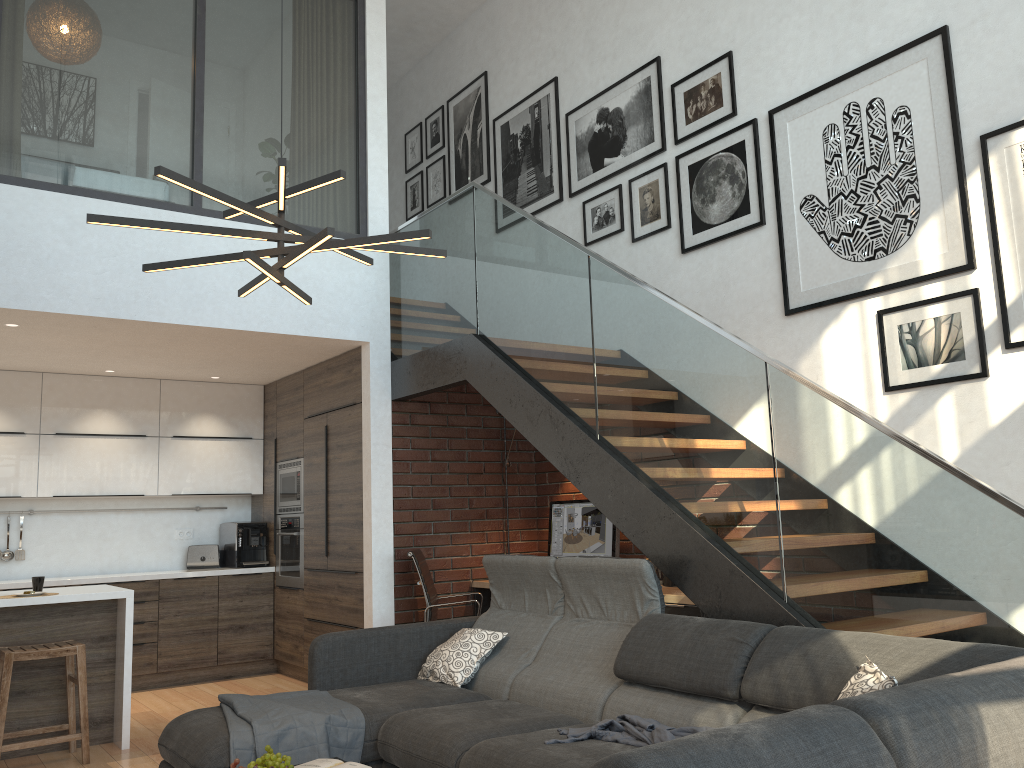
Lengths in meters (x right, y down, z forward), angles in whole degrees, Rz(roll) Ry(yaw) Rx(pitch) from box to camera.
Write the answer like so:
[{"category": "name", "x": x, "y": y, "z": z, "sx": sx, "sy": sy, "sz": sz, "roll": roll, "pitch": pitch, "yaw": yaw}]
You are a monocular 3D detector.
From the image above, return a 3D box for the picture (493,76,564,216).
[{"category": "picture", "x": 0.111, "y": -1.788, "z": 7.020, "sx": 0.025, "sy": 0.990, "sz": 0.871, "roll": 4, "pitch": -11, "yaw": -35}]

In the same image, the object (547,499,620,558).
[{"category": "object", "x": 0.393, "y": 1.041, "z": 5.903, "sx": 0.431, "sy": 0.535, "sz": 0.716, "roll": 4, "pitch": -10, "yaw": -35}]

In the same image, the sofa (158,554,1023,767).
[{"category": "sofa", "x": -0.071, "y": 1.149, "z": 3.025, "sx": 2.108, "sy": 0.995, "sz": 3.169, "roll": 4, "pitch": -10, "yaw": -34}]

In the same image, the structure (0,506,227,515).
[{"category": "structure", "x": -3.704, "y": 0.989, "z": 6.834, "sx": 3.000, "sy": 0.045, "sz": 0.050, "roll": 4, "pitch": -11, "yaw": -35}]

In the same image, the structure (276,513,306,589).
[{"category": "structure", "x": -1.596, "y": 1.335, "z": 7.161, "sx": 0.495, "sy": 0.570, "sz": 0.595, "roll": 4, "pitch": -11, "yaw": -35}]

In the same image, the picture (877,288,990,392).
[{"category": "picture", "x": 1.973, "y": -0.197, "z": 4.182, "sx": 0.025, "sy": 0.410, "sz": 0.504, "roll": 4, "pitch": -11, "yaw": -35}]

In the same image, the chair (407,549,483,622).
[{"category": "chair", "x": -0.341, "y": 1.568, "z": 5.745, "sx": 0.700, "sy": 0.991, "sz": 0.651, "roll": -2, "pitch": -9, "yaw": -1}]

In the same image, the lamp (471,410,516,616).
[{"category": "lamp", "x": 0.258, "y": 1.091, "z": 6.103, "sx": 1.054, "sy": 2.003, "sz": 0.462, "roll": -9, "pitch": -11, "yaw": 38}]

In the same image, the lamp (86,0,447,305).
[{"category": "lamp", "x": -0.847, "y": -2.140, "z": 3.281, "sx": 1.200, "sy": 3.645, "sz": 0.831, "roll": 2, "pitch": -10, "yaw": -25}]

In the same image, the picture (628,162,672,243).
[{"category": "picture", "x": 0.903, "y": -1.185, "z": 5.823, "sx": 0.022, "sy": 0.440, "sz": 0.358, "roll": 4, "pitch": -11, "yaw": -35}]

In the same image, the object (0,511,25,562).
[{"category": "object", "x": -3.849, "y": 1.156, "z": 6.692, "sx": 0.320, "sy": 0.389, "sz": 0.069, "roll": 4, "pitch": -10, "yaw": -34}]

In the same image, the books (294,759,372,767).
[{"category": "books", "x": -0.632, "y": 1.302, "z": 2.980, "sx": 0.294, "sy": 0.025, "sz": 0.199, "roll": -8, "pitch": -10, "yaw": 34}]

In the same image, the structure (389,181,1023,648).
[{"category": "structure", "x": 0.497, "y": 0.455, "z": 5.274, "sx": 1.289, "sy": 3.460, "sz": 5.660, "roll": 4, "pitch": -11, "yaw": -35}]

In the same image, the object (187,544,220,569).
[{"category": "object", "x": -2.580, "y": 1.445, "z": 7.422, "sx": 0.260, "sy": 0.195, "sz": 0.177, "roll": 0, "pitch": -9, "yaw": -15}]

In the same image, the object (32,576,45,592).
[{"category": "object", "x": -2.634, "y": 1.119, "z": 4.927, "sx": 0.066, "sy": 0.093, "sz": 0.066, "roll": -7, "pitch": -10, "yaw": 28}]

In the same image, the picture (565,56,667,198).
[{"category": "picture", "x": 0.699, "y": -1.760, "z": 6.170, "sx": 0.025, "sy": 0.654, "sz": 0.990, "roll": 4, "pitch": -11, "yaw": -35}]

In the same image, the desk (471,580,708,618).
[{"category": "desk", "x": 0.583, "y": 1.618, "z": 5.469, "sx": 0.610, "sy": 0.750, "sz": 2.182, "roll": 4, "pitch": -11, "yaw": -35}]

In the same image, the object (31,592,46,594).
[{"category": "object", "x": -2.572, "y": 1.129, "z": 4.769, "sx": 0.126, "sy": 0.012, "sz": 0.025, "roll": 1, "pitch": -9, "yaw": -16}]

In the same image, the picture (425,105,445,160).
[{"category": "picture", "x": -0.717, "y": -2.345, "z": 8.276, "sx": 0.025, "sy": 0.410, "sz": 0.333, "roll": 4, "pitch": -11, "yaw": -35}]

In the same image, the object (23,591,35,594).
[{"category": "object", "x": -2.840, "y": 1.110, "z": 4.657, "sx": 0.597, "sy": 0.039, "sz": 0.064, "roll": 5, "pitch": -11, "yaw": -38}]

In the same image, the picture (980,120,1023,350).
[{"category": "picture", "x": 2.338, "y": -0.685, "z": 3.700, "sx": 0.025, "sy": 0.990, "sz": 0.654, "roll": 4, "pitch": -11, "yaw": -35}]

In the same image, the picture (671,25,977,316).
[{"category": "picture", "x": 1.567, "y": -1.223, "z": 4.868, "sx": 0.028, "sy": 1.678, "sz": 1.785, "roll": 4, "pitch": -11, "yaw": -35}]

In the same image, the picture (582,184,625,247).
[{"category": "picture", "x": 0.638, "y": -1.174, "z": 6.205, "sx": 0.025, "sy": 0.333, "sz": 0.410, "roll": 4, "pitch": -11, "yaw": -35}]

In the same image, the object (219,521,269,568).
[{"category": "object", "x": -2.253, "y": 1.352, "z": 7.484, "sx": 0.274, "sy": 0.378, "sz": 0.532, "roll": 4, "pitch": -11, "yaw": -35}]

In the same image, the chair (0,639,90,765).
[{"category": "chair", "x": -2.469, "y": 1.672, "z": 4.616, "sx": 0.450, "sy": 0.600, "sz": 0.350, "roll": 5, "pitch": -11, "yaw": -37}]

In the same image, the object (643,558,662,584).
[{"category": "object", "x": 0.833, "y": 1.149, "z": 5.471, "sx": 0.149, "sy": 0.160, "sz": 0.252, "roll": 2, "pitch": -10, "yaw": -26}]

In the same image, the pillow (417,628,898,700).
[{"category": "pillow", "x": 0.361, "y": 1.141, "z": 3.462, "sx": 0.386, "sy": 0.364, "sz": 2.734, "roll": 3, "pitch": -10, "yaw": -31}]

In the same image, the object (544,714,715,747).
[{"category": "object", "x": 0.559, "y": 1.200, "z": 2.977, "sx": 0.905, "sy": 0.118, "sz": 0.411, "roll": -7, "pitch": -10, "yaw": 30}]

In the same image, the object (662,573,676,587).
[{"category": "object", "x": 0.983, "y": 1.122, "z": 5.185, "sx": 0.149, "sy": 0.119, "sz": 0.166, "roll": 5, "pitch": -11, "yaw": -37}]

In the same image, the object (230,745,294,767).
[{"category": "object", "x": -0.794, "y": 1.192, "z": 2.699, "sx": 0.256, "sy": 0.173, "sz": 0.279, "roll": 5, "pitch": -11, "yaw": -37}]

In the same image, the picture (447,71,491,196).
[{"category": "picture", "x": -0.386, "y": -2.142, "z": 7.772, "sx": 0.025, "sy": 0.990, "sz": 0.654, "roll": 4, "pitch": -11, "yaw": -35}]

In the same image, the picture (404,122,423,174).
[{"category": "picture", "x": -0.952, "y": -2.288, "z": 8.609, "sx": 0.025, "sy": 0.410, "sz": 0.333, "roll": 4, "pitch": -11, "yaw": -35}]

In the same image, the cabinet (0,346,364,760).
[{"category": "cabinet", "x": -3.012, "y": 0.971, "z": 5.878, "sx": 3.495, "sy": 2.401, "sz": 2.401, "roll": 4, "pitch": -11, "yaw": -35}]

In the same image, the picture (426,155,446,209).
[{"category": "picture", "x": -0.701, "y": -1.866, "z": 8.203, "sx": 0.025, "sy": 0.410, "sz": 0.333, "roll": 4, "pitch": -11, "yaw": -35}]

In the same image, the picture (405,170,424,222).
[{"category": "picture", "x": -0.935, "y": -1.806, "z": 8.536, "sx": 0.025, "sy": 0.410, "sz": 0.333, "roll": 4, "pitch": -11, "yaw": -35}]

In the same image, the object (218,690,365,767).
[{"category": "object", "x": -0.919, "y": 1.475, "z": 3.624, "sx": 0.548, "sy": 0.369, "sz": 0.685, "roll": 2, "pitch": -10, "yaw": -27}]

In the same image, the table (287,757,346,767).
[{"category": "table", "x": -0.716, "y": 1.438, "z": 2.703, "sx": 0.700, "sy": 0.323, "sz": 0.700, "roll": 4, "pitch": -11, "yaw": -35}]

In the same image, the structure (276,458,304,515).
[{"category": "structure", "x": -1.598, "y": 0.842, "z": 7.247, "sx": 0.459, "sy": 0.430, "sz": 0.595, "roll": 4, "pitch": -11, "yaw": -35}]

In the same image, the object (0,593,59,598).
[{"category": "object", "x": -2.639, "y": 1.153, "z": 4.834, "sx": 0.304, "sy": 0.002, "sz": 0.304, "roll": -2, "pitch": -9, "yaw": -3}]

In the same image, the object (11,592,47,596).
[{"category": "object", "x": -2.612, "y": 1.139, "z": 4.802, "sx": 0.176, "sy": 0.014, "sz": 0.176, "roll": 3, "pitch": -10, "yaw": -30}]
